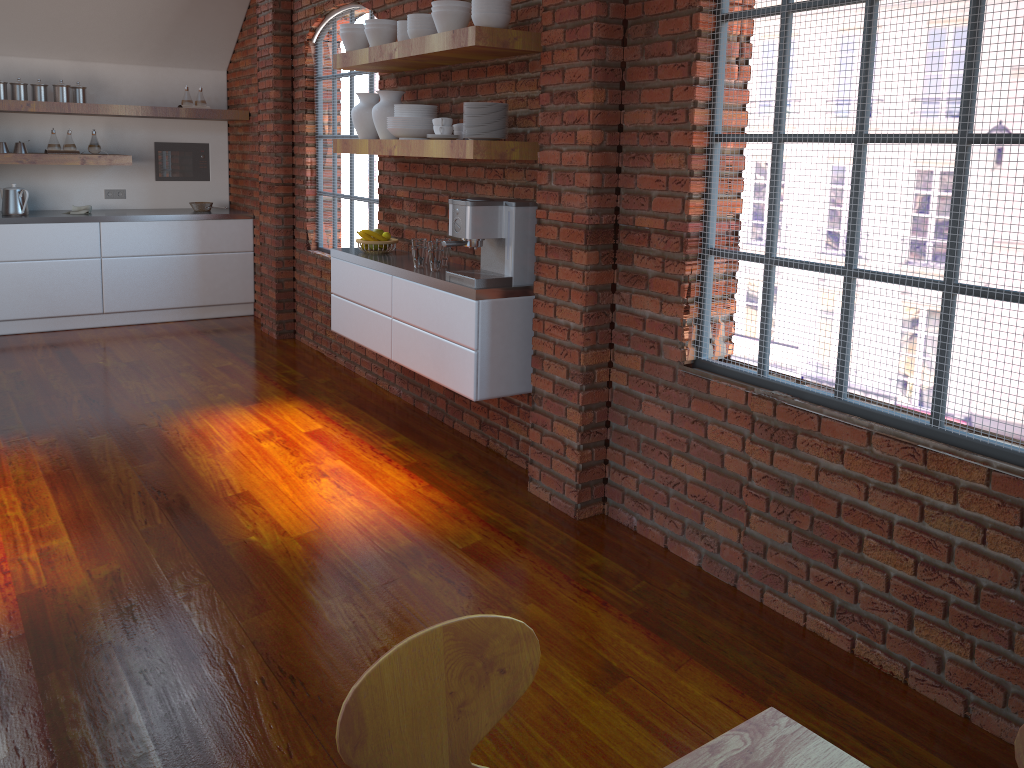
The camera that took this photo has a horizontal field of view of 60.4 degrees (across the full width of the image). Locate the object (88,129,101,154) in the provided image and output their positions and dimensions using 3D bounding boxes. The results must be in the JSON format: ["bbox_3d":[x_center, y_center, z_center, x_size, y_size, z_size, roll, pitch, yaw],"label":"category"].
[{"bbox_3d":[-3.293,-1.911,6.937,0.093,0.189,0.206,-3,12,-23],"label":"object"}]

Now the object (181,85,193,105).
[{"bbox_3d":[-2.672,-2.362,7.236,0.093,0.188,0.095,-2,10,-21],"label":"object"}]

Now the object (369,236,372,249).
[{"bbox_3d":[-0.776,-0.786,4.890,0.074,0.074,0.073,9,13,31],"label":"object"}]

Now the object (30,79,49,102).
[{"bbox_3d":[-3.588,-2.227,6.682,0.128,0.174,0.130,-7,13,-37],"label":"object"}]

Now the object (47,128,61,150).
[{"bbox_3d":[-3.516,-1.869,6.753,0.093,0.188,0.095,-2,10,-21],"label":"object"}]

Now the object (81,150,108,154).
[{"bbox_3d":[-3.295,-1.830,6.948,0.195,0.032,0.228,-5,16,-23],"label":"object"}]

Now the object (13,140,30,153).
[{"bbox_3d":[-3.703,-1.787,6.623,0.106,0.098,0.108,3,12,9],"label":"object"}]

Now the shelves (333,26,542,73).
[{"bbox_3d":[-0.421,-1.599,4.257,0.339,0.075,1.564,-8,17,-31],"label":"shelves"}]

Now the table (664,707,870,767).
[{"bbox_3d":[0.026,0.977,0.573,1.479,0.631,0.830,-9,16,-36],"label":"table"}]

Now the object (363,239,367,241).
[{"bbox_3d":[-0.798,-0.806,4.843,0.052,0.052,0.045,-10,16,-44],"label":"object"}]

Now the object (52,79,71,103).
[{"bbox_3d":[-3.417,-2.221,6.677,0.128,0.174,0.130,-7,13,-37],"label":"object"}]

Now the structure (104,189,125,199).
[{"bbox_3d":[-3.341,-1.598,7.401,0.161,0.079,0.033,-7,12,-33],"label":"structure"}]

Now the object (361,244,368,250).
[{"bbox_3d":[-0.808,-0.758,4.842,0.046,0.045,0.057,1,12,0],"label":"object"}]

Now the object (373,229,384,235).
[{"bbox_3d":[-0.738,-0.827,4.859,0.069,0.060,0.070,-2,12,-16],"label":"object"}]

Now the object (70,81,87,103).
[{"bbox_3d":[-3.385,-2.271,6.868,0.128,0.174,0.130,-7,13,-37],"label":"object"}]

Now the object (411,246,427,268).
[{"bbox_3d":[-0.449,-0.611,4.250,0.078,0.102,0.079,1,11,-3],"label":"object"}]

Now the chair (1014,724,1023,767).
[{"bbox_3d":[0.676,0.819,1.014,0.414,0.745,0.445,-6,12,-37],"label":"chair"}]

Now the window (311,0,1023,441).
[{"bbox_3d":[2.650,-0.910,4.237,3.657,9.722,17.670,-7,15,-42],"label":"window"}]

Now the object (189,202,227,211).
[{"bbox_3d":[-2.571,-1.485,7.403,0.352,0.073,0.196,12,18,36],"label":"object"}]

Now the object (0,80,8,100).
[{"bbox_3d":[-3.791,-2.182,6.495,0.128,0.174,0.130,-7,13,-37],"label":"object"}]

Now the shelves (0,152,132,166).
[{"bbox_3d":[-3.571,-1.745,6.810,1.071,0.075,0.666,-8,18,-32],"label":"shelves"}]

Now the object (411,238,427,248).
[{"bbox_3d":[-0.448,-0.649,4.245,0.078,0.102,0.079,1,11,-3],"label":"object"}]

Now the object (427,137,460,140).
[{"bbox_3d":[-0.312,-1.118,4.016,0.154,0.012,0.157,6,16,17],"label":"object"}]

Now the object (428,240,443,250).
[{"bbox_3d":[-0.360,-0.622,4.150,0.077,0.102,0.079,-3,11,-21],"label":"object"}]

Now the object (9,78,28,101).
[{"bbox_3d":[-3.691,-2.204,6.587,0.128,0.174,0.130,-7,13,-37],"label":"object"}]

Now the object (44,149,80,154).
[{"bbox_3d":[-3.474,-1.794,6.795,0.225,0.032,0.198,-9,18,-33],"label":"object"}]

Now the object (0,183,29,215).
[{"bbox_3d":[-3.762,-1.395,6.638,0.302,0.234,0.184,1,11,-2],"label":"object"}]

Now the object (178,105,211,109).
[{"bbox_3d":[-2.630,-2.287,7.278,0.225,0.032,0.198,-9,18,-33],"label":"object"}]

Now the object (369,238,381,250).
[{"bbox_3d":[-0.751,-0.766,4.821,0.077,0.064,0.077,2,12,0],"label":"object"}]

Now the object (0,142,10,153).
[{"bbox_3d":[-3.803,-1.764,6.561,0.106,0.080,0.108,1,13,-4],"label":"object"}]

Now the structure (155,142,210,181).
[{"bbox_3d":[-2.865,-1.933,7.660,0.459,0.328,0.013,-7,11,-33],"label":"structure"}]

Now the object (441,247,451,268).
[{"bbox_3d":[-0.336,-0.620,4.293,0.078,0.102,0.079,1,11,-3],"label":"object"}]

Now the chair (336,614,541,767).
[{"bbox_3d":[-0.022,0.751,1.204,0.441,0.745,0.417,-6,12,-37],"label":"chair"}]

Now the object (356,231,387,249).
[{"bbox_3d":[-0.765,-0.780,4.783,0.176,0.093,0.065,2,10,4],"label":"object"}]

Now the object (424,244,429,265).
[{"bbox_3d":[-0.442,-0.644,4.377,0.078,0.102,0.079,7,12,26],"label":"object"}]

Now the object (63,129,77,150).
[{"bbox_3d":[-3.427,-1.882,6.815,0.094,0.189,0.095,3,10,10],"label":"object"}]

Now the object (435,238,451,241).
[{"bbox_3d":[-0.335,-0.657,4.287,0.078,0.102,0.079,1,11,-3],"label":"object"}]

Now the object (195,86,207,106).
[{"bbox_3d":[-2.583,-2.375,7.298,0.094,0.189,0.095,3,10,10],"label":"object"}]

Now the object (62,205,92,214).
[{"bbox_3d":[-3.411,-1.372,6.910,0.204,0.060,0.200,-1,15,-11],"label":"object"}]

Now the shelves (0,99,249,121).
[{"bbox_3d":[-3.179,-2.173,7.003,1.988,0.075,0.666,-8,18,-32],"label":"shelves"}]

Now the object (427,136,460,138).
[{"bbox_3d":[-0.312,-1.122,4.016,0.154,0.012,0.157,6,16,17],"label":"object"}]

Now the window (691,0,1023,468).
[{"bbox_3d":[1.012,-0.720,2.546,0.084,1.640,1.290,-4,12,-32],"label":"window"}]

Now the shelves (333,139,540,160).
[{"bbox_3d":[-0.433,-1.157,4.320,0.339,0.075,1.564,-8,17,-31],"label":"shelves"}]

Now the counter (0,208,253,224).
[{"bbox_3d":[-3.181,-1.362,7.095,1.994,0.043,0.727,-8,18,-32],"label":"counter"}]
